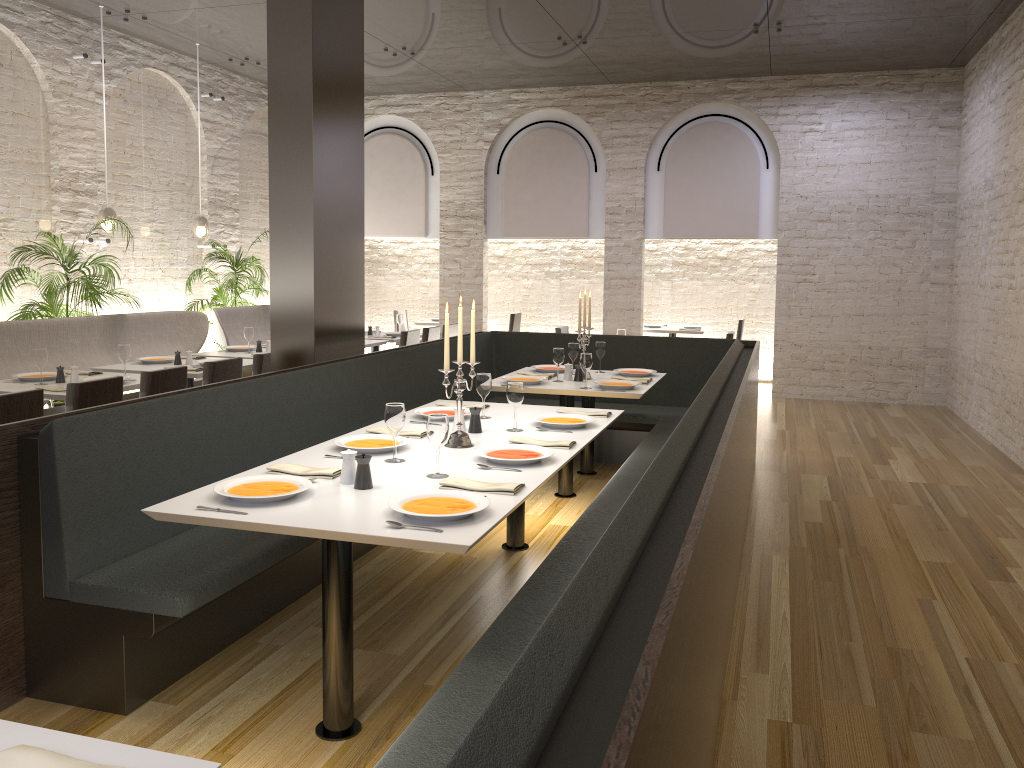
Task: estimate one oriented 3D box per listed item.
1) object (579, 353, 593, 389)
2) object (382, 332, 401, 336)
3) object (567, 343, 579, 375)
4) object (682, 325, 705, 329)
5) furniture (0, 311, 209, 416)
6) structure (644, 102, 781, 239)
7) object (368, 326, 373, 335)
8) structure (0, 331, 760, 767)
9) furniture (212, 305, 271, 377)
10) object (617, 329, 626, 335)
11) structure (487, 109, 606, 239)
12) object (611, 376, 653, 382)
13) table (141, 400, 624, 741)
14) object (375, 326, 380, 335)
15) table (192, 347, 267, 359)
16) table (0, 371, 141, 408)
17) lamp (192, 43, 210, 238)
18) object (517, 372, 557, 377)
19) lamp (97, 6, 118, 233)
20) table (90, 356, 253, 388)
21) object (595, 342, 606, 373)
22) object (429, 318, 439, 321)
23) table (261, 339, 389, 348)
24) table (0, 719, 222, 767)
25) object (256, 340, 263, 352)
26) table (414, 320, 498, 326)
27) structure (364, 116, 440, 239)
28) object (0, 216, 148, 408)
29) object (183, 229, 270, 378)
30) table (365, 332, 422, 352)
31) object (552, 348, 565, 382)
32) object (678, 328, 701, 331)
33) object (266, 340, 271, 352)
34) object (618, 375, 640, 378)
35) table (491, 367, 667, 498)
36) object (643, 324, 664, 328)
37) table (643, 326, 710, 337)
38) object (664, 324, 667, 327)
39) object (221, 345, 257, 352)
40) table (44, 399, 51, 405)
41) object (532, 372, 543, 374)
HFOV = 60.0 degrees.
[{"bbox_3d":[0.481,-0.084,5.757,0.086,0.230,0.086,-3,7,-37],"label":"object"},{"bbox_3d":[-1.312,-0.564,10.049,0.322,0.036,0.322,-5,9,-36],"label":"object"},{"bbox_3d":[0.451,-0.186,6.538,0.086,0.230,0.086,-3,7,-37],"label":"object"},{"bbox_3d":[2.425,-0.760,11.912,0.322,0.036,0.322,-5,9,-38],"label":"object"},{"bbox_3d":[-3.485,0.106,6.442,0.709,1.093,4.492,2,7,17],"label":"furniture"},{"bbox_3d":[2.479,-2.639,10.995,1.634,1.669,0.098,3,5,17],"label":"structure"},{"bbox_3d":[-1.611,-0.609,10.067,0.059,0.109,0.059,-4,7,-37],"label":"object"},{"bbox_3d":[-0.715,0.718,2.352,2.373,0.997,10.788,3,8,17],"label":"structure"},{"bbox_3d":[-2.417,-0.336,9.948,0.707,1.093,2.594,2,7,17],"label":"furniture"},{"bbox_3d":[1.006,-0.391,8.166,0.086,0.230,0.087,-4,7,-43],"label":"object"},{"bbox_3d":[0.450,-2.743,11.606,1.634,1.669,0.098,3,5,17],"label":"structure"},{"bbox_3d":[0.841,-0.034,6.224,0.273,0.033,0.143,3,8,17],"label":"object"},{"bbox_3d":[-0.278,0.648,3.870,1.101,0.757,2.548,3,7,17],"label":"table"},{"bbox_3d":[-1.531,-0.611,10.090,0.059,0.109,0.059,-4,7,-37],"label":"object"},{"bbox_3d":[-2.221,0.085,8.023,0.936,0.757,1.014,3,7,17],"label":"table"},{"bbox_3d":[-2.886,0.361,5.840,0.936,0.757,1.014,3,7,17],"label":"table"},{"bbox_3d":[-3.330,-2.580,9.445,0.178,2.033,0.178,0,5,-4],"label":"lamp"},{"bbox_3d":[0.184,-0.069,6.428,0.273,0.033,0.143,3,8,17],"label":"object"},{"bbox_3d":[-3.733,-2.413,8.122,0.178,2.033,0.178,0,5,-4],"label":"lamp"},{"bbox_3d":[-2.546,0.220,6.956,0.936,0.757,1.014,3,7,17],"label":"table"},{"bbox_3d":[0.666,-0.201,6.669,0.086,0.230,0.086,-1,5,-13],"label":"object"},{"bbox_3d":[-1.057,-0.939,12.963,0.322,0.036,0.322,-5,9,-38],"label":"object"},{"bbox_3d":[-1.901,-0.047,9.075,0.936,0.757,1.014,3,7,17],"label":"table"},{"bbox_3d":[-1.348,1.091,0.356,1.101,0.757,2.548,3,7,17],"label":"table"},{"bbox_3d":[-2.263,-0.339,7.927,0.059,0.109,0.059,-4,7,-37],"label":"object"},{"bbox_3d":[-0.801,-0.533,12.919,0.936,0.757,1.014,3,7,17],"label":"table"},{"bbox_3d":[-1.713,-2.854,12.258,1.634,1.669,0.098,3,5,17],"label":"structure"},{"bbox_3d":[-3.866,-0.499,7.760,1.146,1.967,1.192,-3,7,-32],"label":"object"},{"bbox_3d":[-3.136,-0.794,10.105,1.145,1.967,1.193,0,6,-3],"label":"object"},{"bbox_3d":[-1.570,-0.184,10.162,0.936,0.757,1.014,3,7,17],"label":"table"},{"bbox_3d":[0.319,-0.131,6.105,0.086,0.230,0.086,-3,7,-37],"label":"object"},{"bbox_3d":[2.319,-0.710,11.570,0.273,0.033,0.143,3,8,17],"label":"object"},{"bbox_3d":[-2.182,-0.341,7.951,0.059,0.109,0.059,-4,7,-37],"label":"object"},{"bbox_3d":[0.851,-0.051,6.360,0.181,0.015,0.038,3,7,18],"label":"object"},{"bbox_3d":[0.464,0.340,6.307,1.101,0.757,1.192,3,7,17],"label":"table"},{"bbox_3d":[1.911,-0.787,12.069,0.322,0.036,0.322,-5,9,-38],"label":"object"},{"bbox_3d":[2.167,-0.381,12.025,0.936,0.757,1.014,3,7,17],"label":"table"},{"bbox_3d":[2.027,-0.820,12.390,0.273,0.033,0.143,3,8,17],"label":"object"},{"bbox_3d":[-2.477,-0.320,8.066,0.322,0.036,0.322,-5,9,-36],"label":"object"},{"bbox_3d":[-3.223,0.500,4.732,0.936,0.757,1.014,3,7,17],"label":"table"},{"bbox_3d":[0.241,-0.080,6.550,0.185,0.010,0.017,3,7,17],"label":"object"}]
